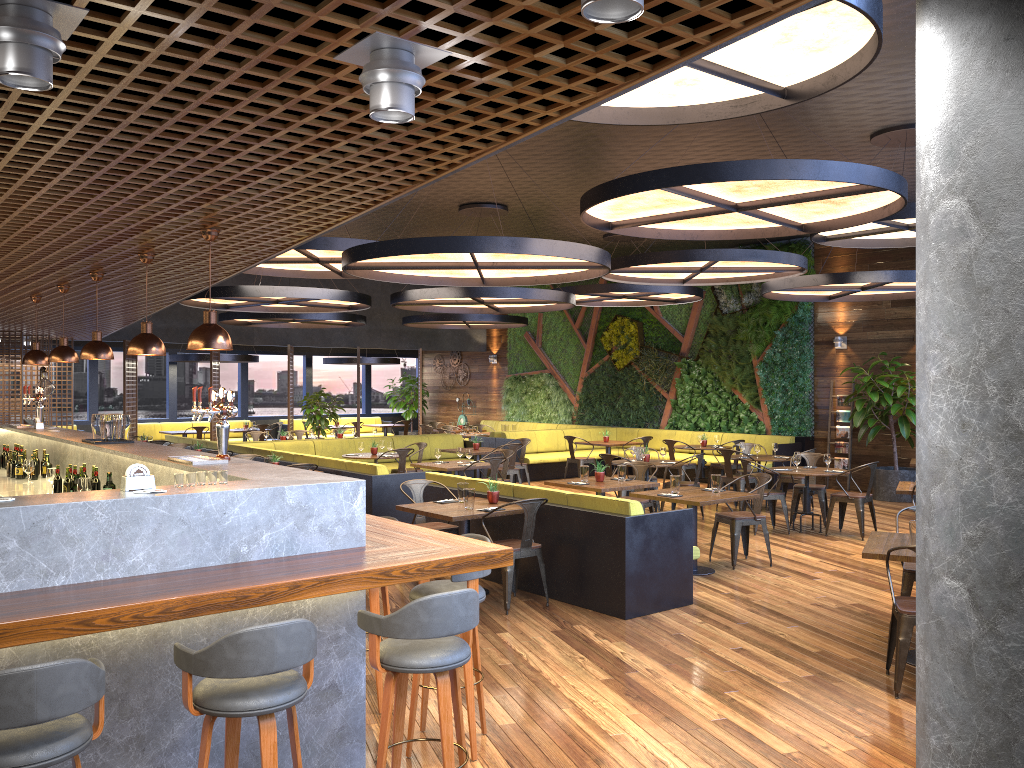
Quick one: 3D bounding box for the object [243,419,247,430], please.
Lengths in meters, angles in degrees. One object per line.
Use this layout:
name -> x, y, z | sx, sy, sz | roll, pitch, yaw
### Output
object -> -6.272, 0.939, 20.929 | 0.238, 0.271, 0.260 | 0, 0, -17

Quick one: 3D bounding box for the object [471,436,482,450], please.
object -> -0.575, 0.939, 14.507 | 0.260, 0.271, 0.238 | 0, 0, -3

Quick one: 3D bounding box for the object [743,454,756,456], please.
object -> 3.595, 1.068, 13.407 | 0.157, 0.019, 0.255 | 0, 0, 4

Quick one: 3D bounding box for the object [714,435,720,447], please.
object -> 3.505, 0.974, 15.167 | 0.097, 0.206, 0.097 | 0, 0, 15

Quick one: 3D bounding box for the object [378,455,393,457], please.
object -> -1.887, 1.068, 13.172 | 0.157, 0.019, 0.255 | 0, 0, -32

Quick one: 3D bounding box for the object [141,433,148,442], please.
object -> -6.286, 0.939, 15.182 | 0.260, 0.271, 0.238 | 0, 0, -37

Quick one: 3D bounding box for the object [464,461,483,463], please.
object -> -0.542, 1.068, 12.128 | 0.255, 0.019, 0.157 | 0, 0, -38

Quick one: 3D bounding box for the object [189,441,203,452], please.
object -> -4.621, 0.939, 13.086 | 0.260, 0.271, 0.238 | 0, 0, -37

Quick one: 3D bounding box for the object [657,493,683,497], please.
object -> 1.503, 1.065, 8.531 | 0.157, 0.019, 0.255 | 0, 0, -39

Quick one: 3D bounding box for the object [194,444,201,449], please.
object -> -4.686, 0.985, 13.217 | 0.102, 0.178, 0.102 | 0, 0, 37

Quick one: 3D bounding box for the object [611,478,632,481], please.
object -> 1.240, 1.065, 9.930 | 0.157, 0.019, 0.255 | 0, 0, -39

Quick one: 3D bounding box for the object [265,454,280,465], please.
object -> -2.937, 0.939, 10.946 | 0.238, 0.271, 0.260 | 0, 0, -17

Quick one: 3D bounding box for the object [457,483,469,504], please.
object -> -0.443, 0.985, 8.001 | 0.102, 0.178, 0.102 | 0, 0, 37

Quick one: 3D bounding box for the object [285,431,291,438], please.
object -> -4.125, 0.974, 16.321 | 0.097, 0.206, 0.097 | 0, 0, 7

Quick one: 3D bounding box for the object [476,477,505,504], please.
object -> -0.168, 0.939, 7.998 | 0.238, 0.271, 0.260 | 0, 0, -33

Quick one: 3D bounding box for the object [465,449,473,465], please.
object -> -0.573, 0.974, 11.849 | 0.097, 0.206, 0.097 | 0, 0, 43

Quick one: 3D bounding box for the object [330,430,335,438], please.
object -> -3.413, 0.974, 16.886 | 0.097, 0.206, 0.097 | 0, 0, 7

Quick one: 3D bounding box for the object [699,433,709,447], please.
object -> 3.292, 0.939, 15.260 | 0.260, 0.271, 0.238 | 0, 0, 0

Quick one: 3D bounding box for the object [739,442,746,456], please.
object -> 3.455, 0.974, 13.302 | 0.097, 0.206, 0.097 | 0, 0, -22

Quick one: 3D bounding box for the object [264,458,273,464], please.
object -> -2.940, 0.985, 10.721 | 0.102, 0.178, 0.102 | 0, 0, -3

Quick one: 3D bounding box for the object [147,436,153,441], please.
object -> -6.163, 0.985, 15.092 | 0.102, 0.178, 0.102 | 0, 0, -33

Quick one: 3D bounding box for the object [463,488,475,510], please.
object -> -0.366, 0.985, 7.584 | 0.102, 0.178, 0.102 | 0, 0, -3

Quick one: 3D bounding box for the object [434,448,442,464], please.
object -> -0.997, 0.974, 11.945 | 0.097, 0.206, 0.097 | 0, 0, 43

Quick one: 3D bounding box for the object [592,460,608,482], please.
object -> 0.958, 0.939, 9.743 | 0.238, 0.271, 0.260 | 0, 0, 0

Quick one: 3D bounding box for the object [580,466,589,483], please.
object -> 0.792, 0.985, 9.681 | 0.102, 0.178, 0.102 | 0, 0, 17

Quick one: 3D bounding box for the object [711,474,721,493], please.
object -> 2.012, 0.985, 8.747 | 0.102, 0.178, 0.102 | 0, 0, 27

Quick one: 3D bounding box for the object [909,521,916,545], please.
object -> 2.633, 0.985, 5.759 | 0.102, 0.178, 0.102 | 0, 0, 43

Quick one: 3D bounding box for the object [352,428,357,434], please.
object -> -3.125, 0.974, 17.547 | 0.097, 0.206, 0.097 | 0, 0, 7

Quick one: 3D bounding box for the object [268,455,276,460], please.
object -> -3.007, 0.985, 11.103 | 0.102, 0.178, 0.102 | 0, 0, 37

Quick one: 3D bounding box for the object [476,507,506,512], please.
object -> -0.194, 1.065, 7.553 | 0.255, 0.019, 0.157 | 0, 0, -39

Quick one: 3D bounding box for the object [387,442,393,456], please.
object -> -1.835, 0.974, 13.338 | 0.097, 0.206, 0.097 | 0, 0, -14

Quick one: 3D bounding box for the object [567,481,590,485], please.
object -> 0.700, 1.065, 9.543 | 0.157, 0.019, 0.255 | 0, 0, -39

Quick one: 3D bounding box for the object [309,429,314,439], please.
object -> -3.837, 0.974, 16.982 | 0.097, 0.206, 0.097 | 0, 0, 7

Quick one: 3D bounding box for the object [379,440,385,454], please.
object -> -2.004, 0.974, 13.684 | 0.097, 0.206, 0.097 | 0, 0, 0

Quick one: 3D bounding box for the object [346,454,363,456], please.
object -> -2.386, 1.068, 13.405 | 0.255, 0.019, 0.157 | 0, 0, -6

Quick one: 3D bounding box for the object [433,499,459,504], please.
object -> -0.582, 1.065, 8.094 | 0.255, 0.019, 0.157 | 0, 0, -39

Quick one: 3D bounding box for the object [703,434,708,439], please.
object -> 3.363, 0.974, 15.462 | 0.097, 0.206, 0.097 | 0, 0, -19

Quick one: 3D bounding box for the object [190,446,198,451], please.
object -> -4.610, 0.985, 12.849 | 0.102, 0.178, 0.102 | 0, 0, 37

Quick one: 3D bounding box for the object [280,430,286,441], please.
object -> -4.262, 0.939, 16.486 | 0.238, 0.271, 0.260 | 0, 0, -17

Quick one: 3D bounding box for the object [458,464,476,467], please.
object -> -0.607, 1.068, 11.678 | 0.157, 0.019, 0.255 | 0, 0, -38

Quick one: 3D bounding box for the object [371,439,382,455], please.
object -> -2.100, 0.939, 13.476 | 0.238, 0.271, 0.260 | 0, 0, -17

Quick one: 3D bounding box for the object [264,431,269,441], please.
object -> -4.548, 0.974, 16.417 | 0.097, 0.206, 0.097 | 0, 0, 7

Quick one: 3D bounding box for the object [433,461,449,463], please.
object -> -0.964, 1.068, 12.116 | 0.157, 0.019, 0.255 | 0, 0, -38

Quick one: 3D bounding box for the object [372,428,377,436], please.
object -> -2.701, 0.974, 17.451 | 0.097, 0.206, 0.097 | 0, 0, 7

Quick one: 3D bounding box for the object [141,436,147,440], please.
object -> -6.370, 0.985, 15.338 | 0.102, 0.178, 0.102 | 0, 0, -23

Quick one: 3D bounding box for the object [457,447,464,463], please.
object -> -0.713, 0.974, 12.161 | 0.097, 0.206, 0.097 | 0, 0, -38

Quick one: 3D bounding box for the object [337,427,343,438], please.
object -> -3.342, 0.939, 17.217 | 0.238, 0.271, 0.260 | 0, 0, -17

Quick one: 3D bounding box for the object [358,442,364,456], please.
object -> -2.259, 0.974, 13.286 | 0.097, 0.206, 0.097 | 0, 0, 3

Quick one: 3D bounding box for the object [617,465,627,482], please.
object -> 1.209, 0.985, 9.759 | 0.102, 0.178, 0.102 | 0, 0, -33

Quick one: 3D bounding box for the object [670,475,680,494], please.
object -> 1.595, 0.985, 8.670 | 0.102, 0.178, 0.102 | 0, 0, 27

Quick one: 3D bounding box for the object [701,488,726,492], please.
object -> 2.043, 1.065, 8.918 | 0.157, 0.019, 0.255 | 0, 0, -39
